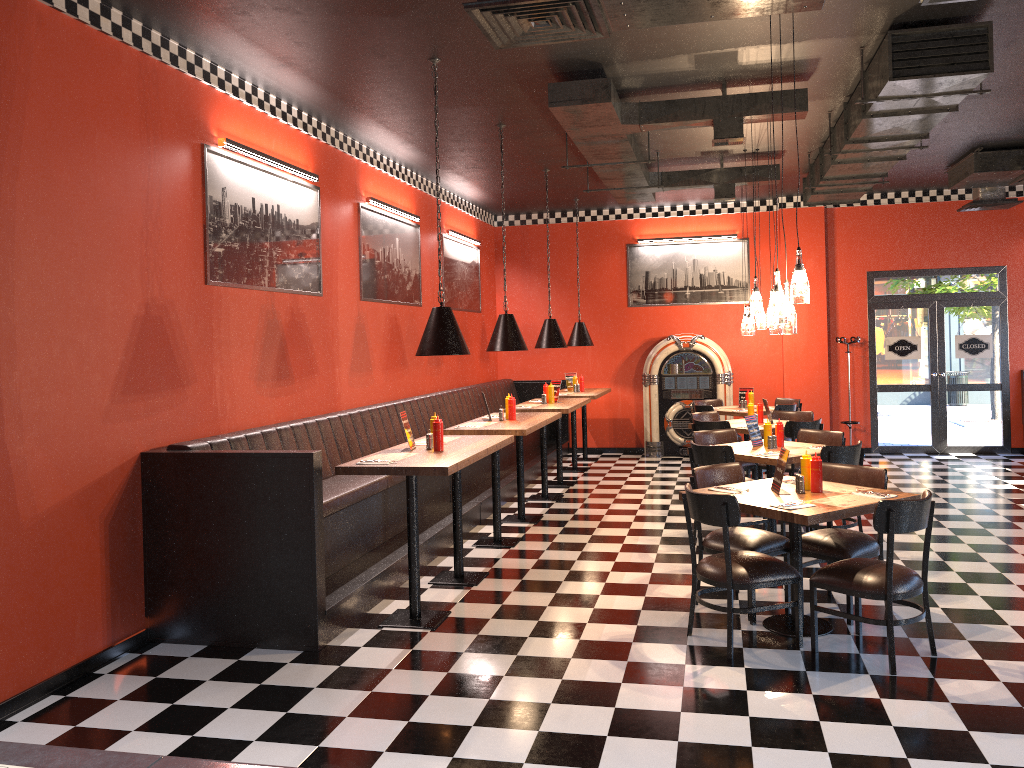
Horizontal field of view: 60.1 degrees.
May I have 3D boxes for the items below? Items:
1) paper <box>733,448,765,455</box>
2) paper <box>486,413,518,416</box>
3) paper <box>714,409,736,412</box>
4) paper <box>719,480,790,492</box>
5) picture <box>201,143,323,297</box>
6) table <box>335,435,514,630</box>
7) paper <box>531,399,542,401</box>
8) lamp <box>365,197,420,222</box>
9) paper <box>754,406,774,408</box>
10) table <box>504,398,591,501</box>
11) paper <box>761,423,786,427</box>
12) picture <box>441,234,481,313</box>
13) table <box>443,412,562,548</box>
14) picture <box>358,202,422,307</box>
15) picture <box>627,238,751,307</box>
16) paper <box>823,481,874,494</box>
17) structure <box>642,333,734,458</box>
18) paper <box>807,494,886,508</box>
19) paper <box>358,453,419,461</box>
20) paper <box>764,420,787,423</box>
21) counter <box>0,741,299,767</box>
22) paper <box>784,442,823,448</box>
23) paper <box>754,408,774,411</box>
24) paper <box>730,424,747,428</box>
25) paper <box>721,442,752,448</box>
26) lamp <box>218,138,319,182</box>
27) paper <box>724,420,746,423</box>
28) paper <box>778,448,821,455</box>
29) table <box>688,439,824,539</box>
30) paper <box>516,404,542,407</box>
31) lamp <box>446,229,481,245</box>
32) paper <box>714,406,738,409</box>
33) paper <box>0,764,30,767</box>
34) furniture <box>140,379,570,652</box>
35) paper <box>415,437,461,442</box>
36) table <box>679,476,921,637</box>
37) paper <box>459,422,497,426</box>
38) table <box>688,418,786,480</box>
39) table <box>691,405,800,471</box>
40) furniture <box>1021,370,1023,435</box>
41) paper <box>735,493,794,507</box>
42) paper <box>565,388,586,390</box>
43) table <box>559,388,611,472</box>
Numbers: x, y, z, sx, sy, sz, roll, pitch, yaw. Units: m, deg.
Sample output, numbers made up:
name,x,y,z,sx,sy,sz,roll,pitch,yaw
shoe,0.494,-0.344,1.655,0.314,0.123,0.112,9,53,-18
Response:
name,x,y,z,sx,sy,sz,roll,pitch,yaw
paper,1.860,0.545,7.108,0.261,0.001,0.365,-3,3,-33
paper,-0.099,0.299,8.651,0.261,0.001,0.366,-1,3,15
paper,2.719,0.331,11.190,0.261,0.001,0.365,-3,3,-32
paper,1.499,0.630,5.484,0.365,0.001,0.261,-3,3,-32
picture,-1.848,-1.176,6.756,0.023,0.939,1.772,-2,2,13
table,-0.500,0.936,5.959,0.695,0.999,1.694,-1,2,13
paper,0.378,0.191,10.692,0.261,0.001,0.366,-1,3,15
lamp,-1.240,-1.827,9.317,0.081,0.056,1.446,-1,3,13
paper,3.281,0.299,11.555,0.261,0.001,0.365,-3,3,-32
table,0.449,0.718,10.081,0.695,0.999,1.694,-1,2,13
paper,2.764,0.426,9.131,0.365,0.001,0.261,-3,3,-33
picture,-0.662,-1.448,11.904,0.023,0.939,1.772,-2,2,13
table,-0.024,0.826,8.025,0.695,0.999,1.694,-1,2,13
picture,-1.255,-1.312,9.330,0.023,0.939,1.772,-2,2,13
picture,2.592,-1.630,13.055,1.769,0.940,0.023,-1,0,13
paper,1.948,0.624,5.358,0.261,0.001,0.365,-3,3,-32
structure,2.539,0.153,12.807,1.294,1.768,0.500,-1,0,13
paper,1.858,0.647,4.919,0.365,0.001,0.261,-3,3,-32
paper,-0.774,0.460,5.588,0.261,0.001,0.366,-1,3,15
paper,2.845,0.403,9.571,0.261,0.001,0.365,-3,3,-33
counter,0.464,0.670,0.947,7.038,0.050,0.676,-1,3,13
paper,2.415,0.512,7.483,0.261,0.001,0.365,-3,3,-34
paper,3.159,0.323,11.105,0.365,0.001,0.261,-3,3,-33
paper,2.309,0.434,9.219,0.261,0.001,0.365,-3,3,-30
paper,1.944,0.521,7.564,0.365,0.001,0.261,-3,3,-31
lamp,-1.828,-1.692,6.764,0.081,0.056,1.446,-1,3,13
paper,2.395,0.410,9.689,0.365,0.001,0.261,-3,3,-33
paper,2.301,0.536,7.031,0.365,0.001,0.261,-3,3,-34
table,2.147,0.915,7.303,0.957,0.774,0.960,-3,2,-32
paper,0.174,0.238,9.795,0.261,0.001,0.366,-1,3,15
lamp,-0.646,-1.963,11.895,0.081,0.056,1.446,-1,3,13
paper,2.812,0.307,11.644,0.365,0.001,0.261,-3,3,-30
paper,-0.936,0.660,1.400,0.365,0.001,0.261,-1,3,14
furniture,-0.645,0.706,9.337,1.104,1.149,8.767,-1,3,13
paper,-0.550,0.410,6.522,0.261,0.001,0.366,-1,3,15
table,1.676,1.027,5.193,0.961,0.774,0.956,-3,2,-32
paper,-0.293,0.348,7.704,0.261,0.001,0.366,-1,3,15
table,2.571,0.806,9.403,0.957,0.774,0.960,-3,2,-32
table,3.000,0.702,11.384,0.957,0.774,0.960,-3,2,-32
furniture,7.703,0.379,11.541,1.709,1.154,0.706,-1,1,13
paper,1.405,0.655,5.016,0.261,0.001,0.365,-3,3,-29
paper,0.904,0.077,12.825,0.261,0.001,0.366,-1,3,15
table,0.929,0.607,12.167,0.695,0.999,1.694,-1,2,13
